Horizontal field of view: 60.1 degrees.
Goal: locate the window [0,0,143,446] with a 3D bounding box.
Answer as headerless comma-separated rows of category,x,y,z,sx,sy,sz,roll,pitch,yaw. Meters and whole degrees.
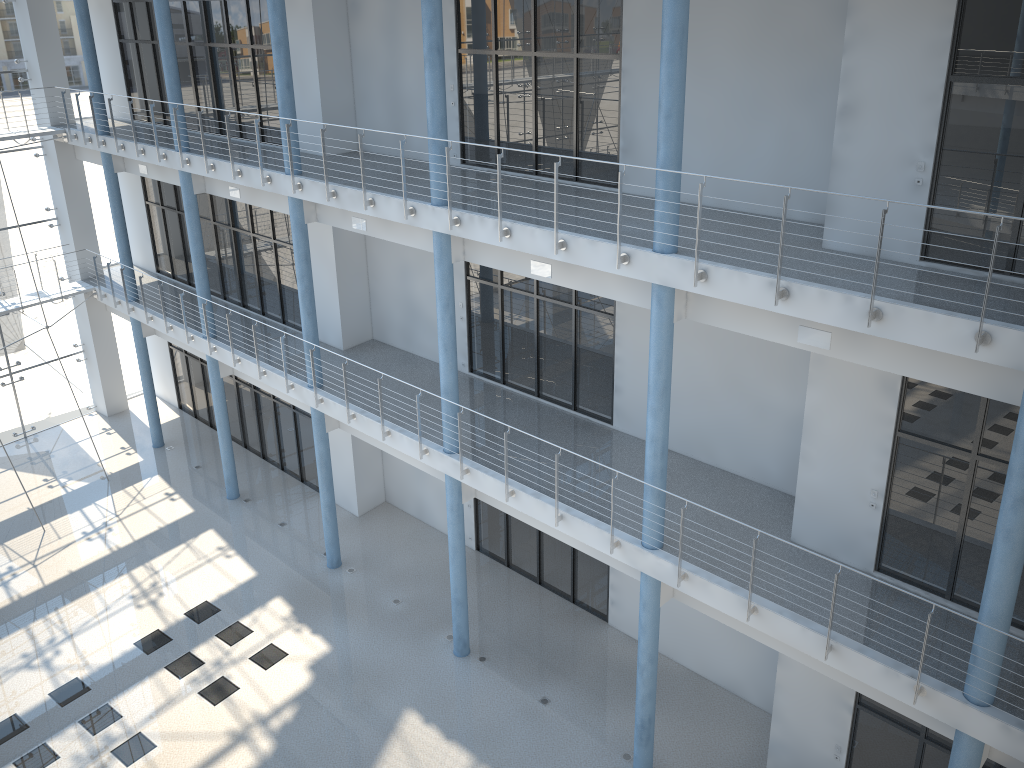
window,-2.573,-0.616,1.587,0.010,2.709,3.908,14,27,35
